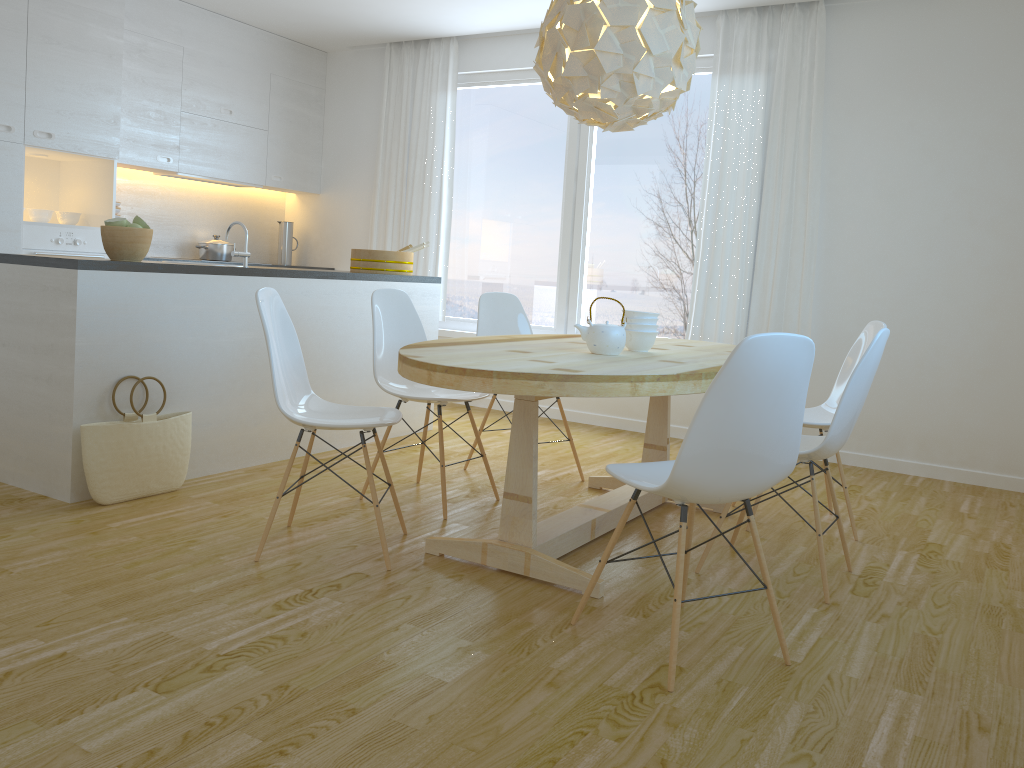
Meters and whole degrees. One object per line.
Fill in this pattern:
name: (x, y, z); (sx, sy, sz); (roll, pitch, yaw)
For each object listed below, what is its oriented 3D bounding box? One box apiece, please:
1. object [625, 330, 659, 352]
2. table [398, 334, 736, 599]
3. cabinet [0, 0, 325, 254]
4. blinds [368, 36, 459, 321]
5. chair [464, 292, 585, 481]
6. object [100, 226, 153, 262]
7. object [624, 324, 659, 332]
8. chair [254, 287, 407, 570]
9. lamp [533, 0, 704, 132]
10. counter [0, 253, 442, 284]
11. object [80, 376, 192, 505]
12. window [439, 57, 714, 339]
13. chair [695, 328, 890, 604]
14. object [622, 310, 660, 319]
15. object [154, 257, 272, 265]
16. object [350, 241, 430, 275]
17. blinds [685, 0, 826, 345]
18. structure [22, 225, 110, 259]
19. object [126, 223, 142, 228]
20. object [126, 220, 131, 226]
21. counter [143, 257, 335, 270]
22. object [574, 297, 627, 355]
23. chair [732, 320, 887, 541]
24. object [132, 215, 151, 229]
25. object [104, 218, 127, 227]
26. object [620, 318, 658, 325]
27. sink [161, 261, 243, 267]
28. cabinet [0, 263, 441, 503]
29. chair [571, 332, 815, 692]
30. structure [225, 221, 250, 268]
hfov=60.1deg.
object: (0.504, -0.172, 3.518); (0.152, 0.082, 0.153); (1, 7, -20)
table: (0.352, 0.225, 3.512); (1.197, 0.722, 2.195); (7, 8, 29)
cabinet: (-2.455, -1.154, 5.973); (0.482, 2.290, 3.208); (6, 6, 30)
blinds: (-0.788, -1.580, 6.730); (0.797, 2.151, 0.150); (6, 4, 30)
chair: (0.065, 0.004, 4.425); (0.430, 0.898, 0.525); (0, 6, -39)
object: (-1.632, -0.592, 3.748); (0.205, 0.141, 0.206); (3, 6, -8)
object: (0.504, -0.196, 3.520); (0.152, 0.092, 0.152); (1, 7, -20)
chair: (-0.629, 0.126, 3.102); (0.523, 0.898, 0.432); (4, 4, 0)
lamp: (0.421, -1.544, 3.440); (0.649, 1.130, 0.640); (6, 5, 30)
counter: (-1.306, -0.583, 4.572); (0.602, 0.040, 2.406); (8, 8, 30)
object: (-1.043, 0.253, 3.525); (1.190, 0.499, 0.473); (5, 5, 8)
window: (0.456, -1.254, 6.223); (2.735, 1.910, 0.088); (7, 5, 30)
chair: (0.997, 0.229, 3.114); (0.524, 0.898, 0.430); (6, 5, 30)
object: (0.509, -0.248, 3.518); (0.152, 0.086, 0.153); (0, 7, -31)
object: (-2.221, -0.907, 6.543); (0.563, 0.013, 0.655); (8, 8, 30)
object: (-0.765, -0.776, 5.383); (0.429, 0.213, 0.380); (0, 7, -31)
blinds: (1.496, -1.264, 5.377); (0.797, 2.151, 0.150); (6, 4, 31)
structure: (-2.649, -0.631, 5.285); (0.049, 0.593, 0.562); (6, 6, 30)
object: (-1.594, -0.636, 3.737); (0.081, 0.085, 0.098); (3, 6, -5)
object: (-1.662, -0.660, 3.777); (0.102, 0.098, 0.087); (-1, 7, -38)
counter: (-2.221, -0.889, 6.539); (0.602, 0.040, 2.005); (8, 8, 30)
object: (0.338, -0.217, 3.279); (0.178, 0.211, 0.147); (7, 6, 30)
chair: (1.278, 0.158, 3.823); (0.523, 0.898, 0.431); (4, 4, 5)
object: (-1.590, -0.687, 3.799); (0.074, 0.071, 0.078); (0, 7, -34)
object: (-1.653, -0.663, 3.688); (0.086, 0.065, 0.084); (9, 8, 42)
object: (0.504, -0.220, 3.520); (0.152, 0.095, 0.151); (-2, 8, -43)
sink: (-1.499, -0.510, 4.322); (0.404, 0.156, 0.406); (2, 7, -18)
cabinet: (-1.336, -0.112, 4.602); (0.602, 0.905, 2.406); (6, 7, 30)
chair: (0.506, 0.285, 2.418); (0.429, 0.898, 0.526); (1, 5, -29)
structure: (-1.323, -0.663, 4.182); (0.162, 0.214, 0.097); (7, 5, 31)
